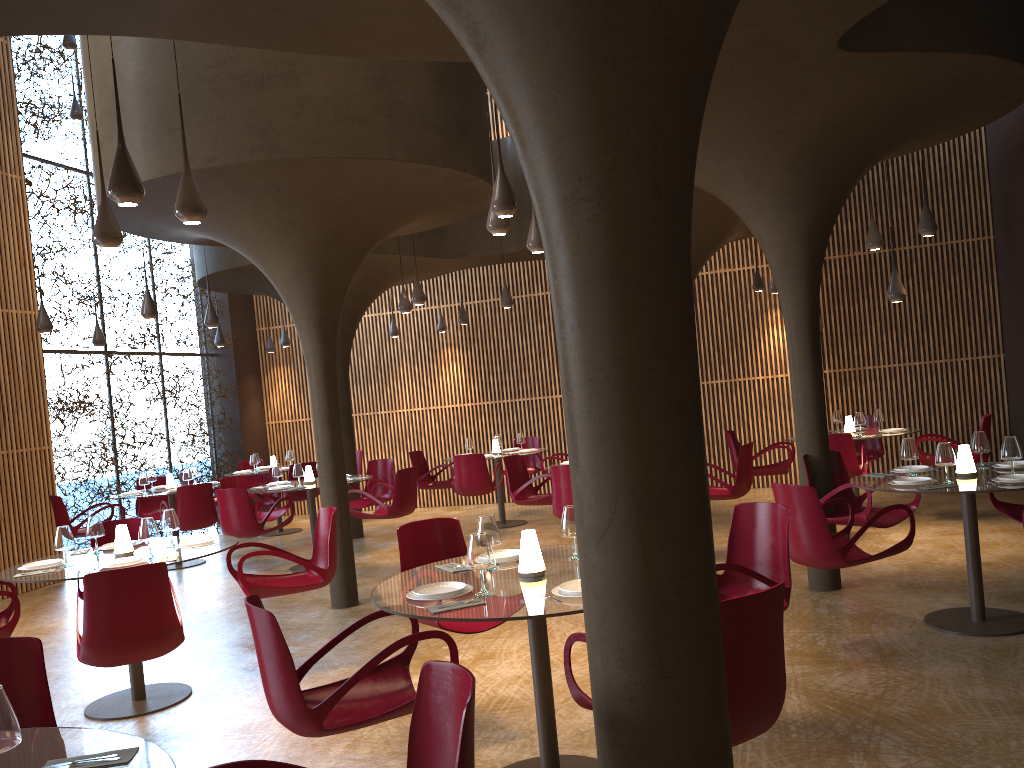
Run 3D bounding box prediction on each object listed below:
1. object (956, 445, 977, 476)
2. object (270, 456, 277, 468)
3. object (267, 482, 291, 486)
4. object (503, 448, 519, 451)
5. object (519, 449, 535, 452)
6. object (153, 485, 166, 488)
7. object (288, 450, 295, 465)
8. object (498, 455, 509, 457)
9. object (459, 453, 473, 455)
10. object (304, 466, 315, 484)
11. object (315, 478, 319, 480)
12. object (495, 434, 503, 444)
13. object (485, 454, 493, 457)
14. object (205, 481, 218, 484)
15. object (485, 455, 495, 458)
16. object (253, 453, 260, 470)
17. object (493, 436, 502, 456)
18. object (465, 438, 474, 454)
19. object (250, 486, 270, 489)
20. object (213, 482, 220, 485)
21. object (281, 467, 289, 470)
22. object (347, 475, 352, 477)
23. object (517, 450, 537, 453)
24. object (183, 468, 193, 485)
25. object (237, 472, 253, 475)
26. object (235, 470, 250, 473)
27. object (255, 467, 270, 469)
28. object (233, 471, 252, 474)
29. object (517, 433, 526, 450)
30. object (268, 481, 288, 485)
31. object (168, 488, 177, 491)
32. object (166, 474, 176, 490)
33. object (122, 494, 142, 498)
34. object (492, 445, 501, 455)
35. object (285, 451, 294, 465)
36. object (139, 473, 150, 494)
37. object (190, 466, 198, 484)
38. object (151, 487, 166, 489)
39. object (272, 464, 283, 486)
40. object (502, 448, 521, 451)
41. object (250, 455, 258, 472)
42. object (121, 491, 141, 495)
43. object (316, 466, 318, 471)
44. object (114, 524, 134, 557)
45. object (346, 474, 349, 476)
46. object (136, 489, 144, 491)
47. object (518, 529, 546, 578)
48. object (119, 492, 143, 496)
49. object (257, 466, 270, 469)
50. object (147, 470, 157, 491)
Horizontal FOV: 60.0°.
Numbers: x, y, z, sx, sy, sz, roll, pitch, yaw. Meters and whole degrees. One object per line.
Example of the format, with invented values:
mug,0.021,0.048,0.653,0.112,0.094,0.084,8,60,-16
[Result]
object,3.447,0.580,6.744,0.144,0.232,0.142,-6,1,-27
object,-4.193,1.380,15.581,0.144,0.232,0.142,-6,1,-9
object,-3.178,1.361,12.068,0.332,0.014,0.331,-6,-1,43
object,-0.009,1.072,14.507,0.263,0.029,0.263,-6,-1,27
object,0.240,1.042,13.871,0.263,0.029,0.263,-5,0,-5
object,-5.326,1.567,13.504,0.263,0.029,0.263,-5,-1,-37
object,-3.939,1.328,15.826,0.142,0.295,0.141,-5,1,34
object,-0.143,1.092,13.389,0.126,0.017,0.261,-6,-1,21
object,-0.757,1.140,14.177,0.263,0.029,0.263,-5,-1,-38
object,-2.712,1.208,11.837,0.142,0.232,0.144,-6,1,-29
object,-2.643,1.320,12.416,0.126,0.017,0.261,-6,-1,27
object,-0.221,0.963,14.386,0.142,0.295,0.142,-5,1,16
object,-0.419,1.102,13.515,0.263,0.029,0.263,-6,-1,21
object,-4.541,1.491,13.273,0.263,0.029,0.263,-5,0,9
object,-0.418,1.111,13.515,0.332,0.014,0.331,-5,0,5
object,-4.556,1.386,15.793,0.142,0.295,0.142,-5,1,17
object,-0.223,0.956,13.616,0.142,0.295,0.142,-5,1,9
object,-0.671,1.002,13.963,0.142,0.295,0.142,-6,1,-12
object,-3.355,1.383,11.825,0.262,0.017,0.126,-6,-1,33
object,-4.540,1.500,13.273,0.332,0.014,0.331,-5,0,9
object,-3.914,1.447,15.142,0.263,0.029,0.263,-5,0,9
object,-2.385,1.287,12.262,0.332,0.014,0.332,-5,0,-2
object,0.241,1.052,13.871,0.332,0.014,0.331,-6,-1,40
object,-4.694,1.374,12.844,0.142,0.295,0.141,-5,1,32
object,-4.517,1.520,15.022,0.261,0.017,0.126,-5,-1,-29
object,-4.647,1.518,15.295,0.263,0.029,0.263,-5,0,4
object,-4.482,1.518,16.020,0.332,0.014,0.331,-5,0,8
object,-4.647,1.528,15.295,0.332,0.014,0.332,-5,0,-3
object,0.145,0.925,14.086,0.142,0.295,0.142,-6,1,-31
object,-3.179,1.351,12.068,0.263,0.029,0.263,-6,0,17
object,-4.757,1.506,12.626,0.263,0.029,0.263,-5,-1,-23
object,-5.036,1.439,13.064,0.142,0.232,0.144,-6,1,-19
object,-5.360,1.579,12.506,0.261,0.017,0.126,-5,-1,-29
object,-0.257,0.994,14.033,0.142,0.232,0.144,-5,1,1
object,-3.851,1.315,15.360,0.142,0.295,0.142,-6,1,-24
object,-5.277,1.428,12.721,0.142,0.295,0.142,-5,1,15
object,-4.782,1.386,13.309,0.141,0.295,0.142,-6,1,-34
object,-5.325,1.577,13.504,0.332,0.014,0.331,-5,0,8
object,-3.132,1.217,11.840,0.141,0.295,0.142,-6,1,-36
object,-0.008,1.081,14.507,0.332,0.014,0.331,-6,-1,14
object,-4.434,1.370,15.237,0.142,0.295,0.142,-5,1,15
object,-5.491,1.576,12.779,0.263,0.029,0.263,-5,0,-13
object,-2.615,1.171,12.178,0.142,0.295,0.142,-5,1,4
object,-2.963,1.188,6.748,0.142,0.232,0.144,-5,1,9
object,-2.385,1.278,12.262,0.263,0.029,0.263,-6,0,18
object,-5.600,1.609,13.383,0.126,0.017,0.262,-5,-1,-27
object,0.096,0.879,4.620,0.142,0.232,0.144,-6,1,-24
object,-5.490,1.586,12.779,0.332,0.014,0.332,-5,0,-3
object,-4.483,1.509,16.020,0.263,0.029,0.263,-5,-1,-30
object,-5.399,1.444,13.277,0.142,0.295,0.141,-5,1,28
